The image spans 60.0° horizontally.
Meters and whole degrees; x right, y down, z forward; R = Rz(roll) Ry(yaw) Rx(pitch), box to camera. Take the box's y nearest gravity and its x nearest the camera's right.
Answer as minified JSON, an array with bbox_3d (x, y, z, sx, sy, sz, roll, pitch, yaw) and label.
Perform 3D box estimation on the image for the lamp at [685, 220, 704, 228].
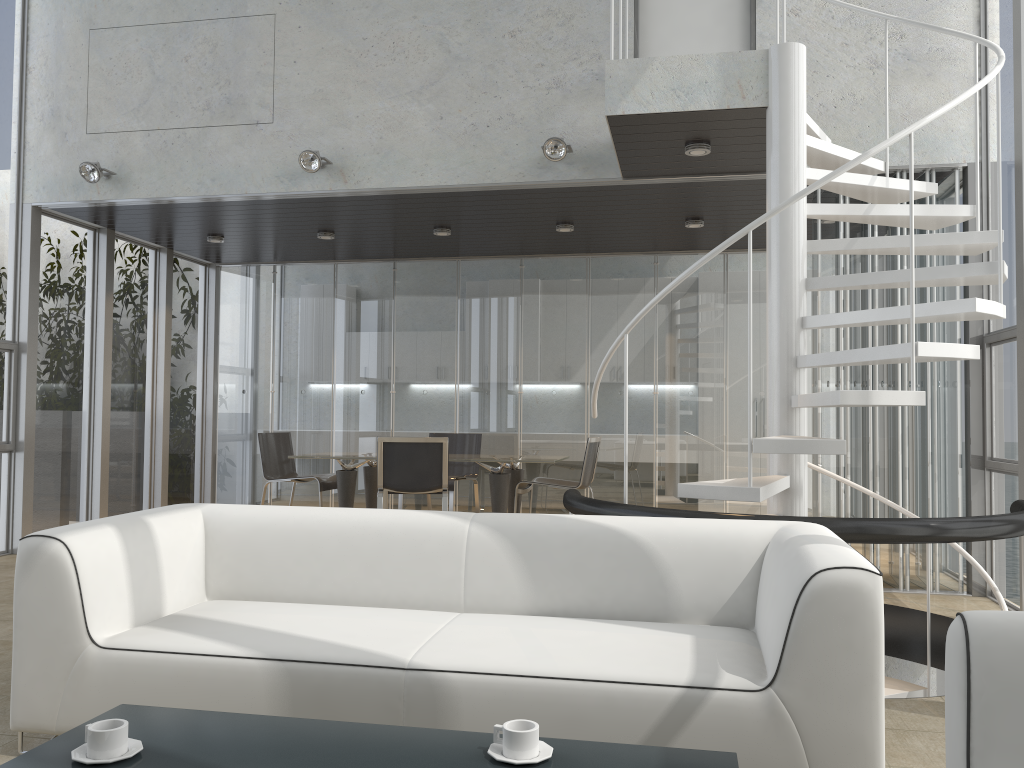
[{"bbox_3d":[1.497,-1.314,7.276,0.149,0.038,0.149,-1,-2,26],"label":"lamp"}]

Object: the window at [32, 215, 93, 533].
[{"bbox_3d":[-3.746,-0.031,7.332,0.010,2.645,0.741,0,-2,11],"label":"window"}]

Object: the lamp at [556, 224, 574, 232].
[{"bbox_3d":[0.446,-1.316,7.482,0.149,0.038,0.149,-1,-2,26],"label":"lamp"}]

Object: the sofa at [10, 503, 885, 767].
[{"bbox_3d":[-0.215,0.792,2.997,2.601,0.638,0.971,0,-2,11],"label":"sofa"}]

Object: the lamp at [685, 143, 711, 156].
[{"bbox_3d":[1.103,-1.392,5.269,0.149,0.038,0.149,-1,-2,26],"label":"lamp"}]

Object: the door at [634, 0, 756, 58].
[{"bbox_3d":[1.231,-2.738,5.994,0.800,2.100,0.100,0,-2,11],"label":"door"}]

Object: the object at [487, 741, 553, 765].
[{"bbox_3d":[0.017,0.751,1.805,0.136,0.014,0.130,-1,-2,26],"label":"object"}]

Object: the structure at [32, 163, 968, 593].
[{"bbox_3d":[-2.323,-2.097,4.118,9.817,6.605,10.665,0,-2,10],"label":"structure"}]

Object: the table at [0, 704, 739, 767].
[{"bbox_3d":[-0.276,0.948,1.747,1.420,0.390,0.532,0,-2,11],"label":"table"}]

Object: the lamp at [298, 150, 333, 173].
[{"bbox_3d":[-1.399,-1.561,6.278,0.197,0.154,0.254,0,-2,11],"label":"lamp"}]

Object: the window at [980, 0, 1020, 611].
[{"bbox_3d":[2.887,-1.553,5.159,0.050,5.700,0.800,0,-2,11],"label":"window"}]

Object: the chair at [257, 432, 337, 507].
[{"bbox_3d":[-1.845,0.895,7.840,0.660,0.922,0.546,0,-2,16],"label":"chair"}]

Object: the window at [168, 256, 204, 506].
[{"bbox_3d":[-3.395,0.039,9.124,0.010,2.645,0.741,0,-2,11],"label":"window"}]

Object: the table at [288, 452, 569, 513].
[{"bbox_3d":[-0.685,0.985,7.617,2.250,0.733,0.900,0,-2,11],"label":"table"}]

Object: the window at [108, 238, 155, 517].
[{"bbox_3d":[-3.570,0.004,8.228,0.010,2.645,0.741,0,-2,11],"label":"window"}]

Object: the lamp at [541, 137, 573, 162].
[{"bbox_3d":[0.300,-1.558,5.945,0.197,0.154,0.254,0,-2,11],"label":"lamp"}]

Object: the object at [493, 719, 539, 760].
[{"bbox_3d":[0.014,0.724,1.812,0.075,0.057,0.090,2,-2,-30],"label":"object"}]

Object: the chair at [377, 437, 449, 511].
[{"bbox_3d":[-0.780,0.875,7.049,0.546,0.922,0.660,1,-2,-4],"label":"chair"}]

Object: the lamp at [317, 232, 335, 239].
[{"bbox_3d":[-1.656,-1.319,7.895,0.149,0.038,0.149,-1,-2,26],"label":"lamp"}]

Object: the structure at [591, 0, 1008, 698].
[{"bbox_3d":[-0.400,0.864,6.368,6.700,6.900,4.916,0,-2,11],"label":"structure"}]

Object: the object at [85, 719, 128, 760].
[{"bbox_3d":[-0.818,0.716,1.794,0.075,0.057,0.090,2,-2,-30],"label":"object"}]

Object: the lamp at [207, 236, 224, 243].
[{"bbox_3d":[-2.707,-1.321,8.101,0.149,0.038,0.149,-1,-2,26],"label":"lamp"}]

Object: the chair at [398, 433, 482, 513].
[{"bbox_3d":[-0.645,0.915,8.079,0.546,0.922,0.660,0,-2,21],"label":"chair"}]

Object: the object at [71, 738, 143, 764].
[{"bbox_3d":[-0.815,0.742,1.786,0.136,0.014,0.130,-1,-2,26],"label":"object"}]

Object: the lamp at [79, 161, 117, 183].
[{"bbox_3d":[-3.101,-1.564,6.599,0.197,0.154,0.228,0,-2,11],"label":"lamp"}]

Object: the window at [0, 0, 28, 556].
[{"bbox_3d":[-3.893,-1.565,6.489,0.050,5.700,0.800,0,-2,11],"label":"window"}]

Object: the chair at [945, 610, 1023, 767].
[{"bbox_3d":[1.114,0.743,1.334,0.720,0.635,0.829,0,-2,16],"label":"chair"}]

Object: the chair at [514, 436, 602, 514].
[{"bbox_3d":[0.394,0.899,7.395,0.660,0.922,0.546,0,-2,16],"label":"chair"}]

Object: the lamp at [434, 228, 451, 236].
[{"bbox_3d":[-0.605,-1.317,7.689,0.149,0.038,0.149,-1,-2,26],"label":"lamp"}]
